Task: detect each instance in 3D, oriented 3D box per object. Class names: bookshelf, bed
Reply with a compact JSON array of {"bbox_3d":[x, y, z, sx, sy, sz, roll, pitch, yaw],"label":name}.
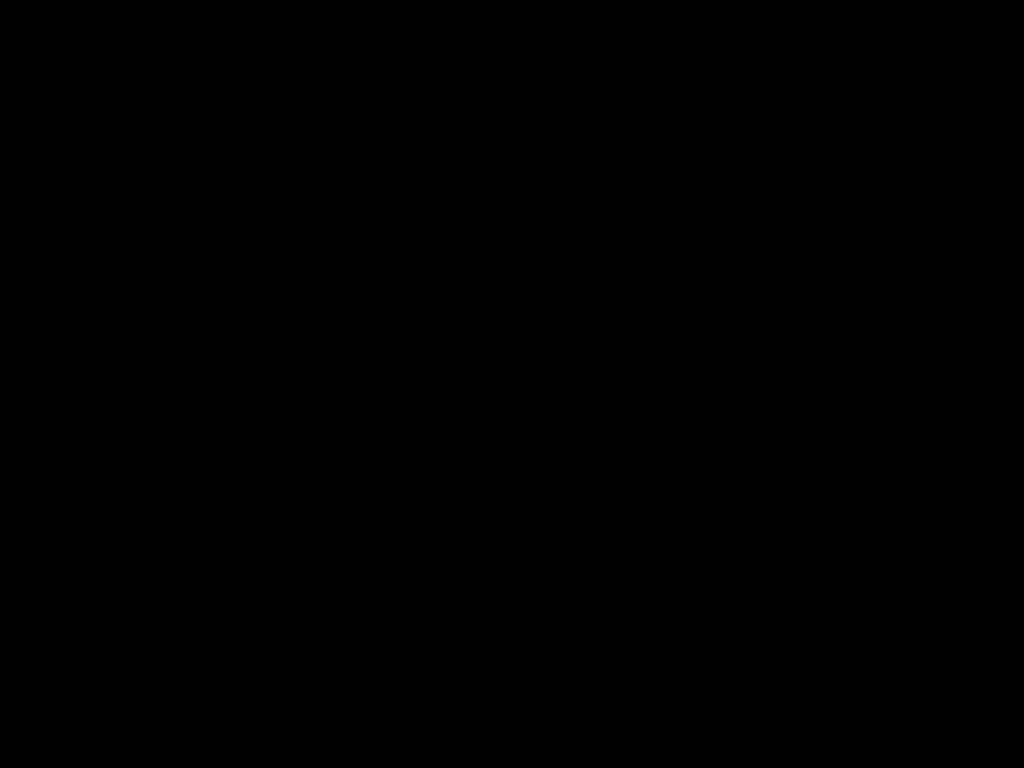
[{"bbox_3d":[1.438,-0.082,1.200,0.643,0.303,1.495,-8,5,-34],"label":"bookshelf"},{"bbox_3d":[-0.100,-0.207,0.166,3.009,0.994,2.087,-8,5,-34],"label":"bed"}]
